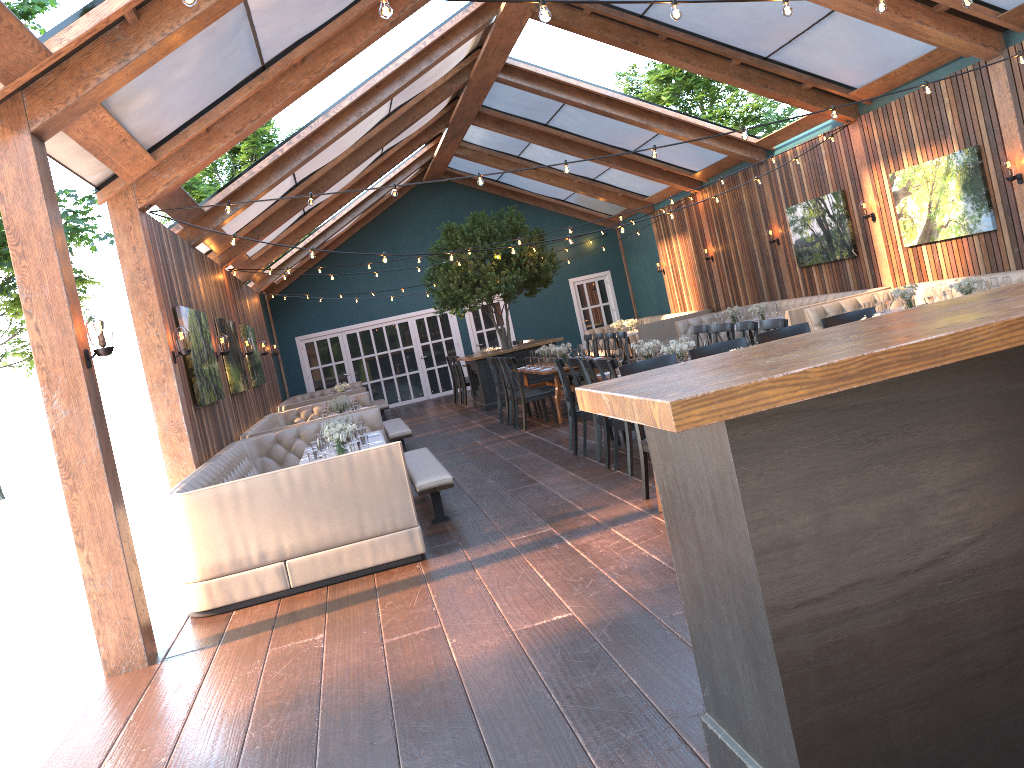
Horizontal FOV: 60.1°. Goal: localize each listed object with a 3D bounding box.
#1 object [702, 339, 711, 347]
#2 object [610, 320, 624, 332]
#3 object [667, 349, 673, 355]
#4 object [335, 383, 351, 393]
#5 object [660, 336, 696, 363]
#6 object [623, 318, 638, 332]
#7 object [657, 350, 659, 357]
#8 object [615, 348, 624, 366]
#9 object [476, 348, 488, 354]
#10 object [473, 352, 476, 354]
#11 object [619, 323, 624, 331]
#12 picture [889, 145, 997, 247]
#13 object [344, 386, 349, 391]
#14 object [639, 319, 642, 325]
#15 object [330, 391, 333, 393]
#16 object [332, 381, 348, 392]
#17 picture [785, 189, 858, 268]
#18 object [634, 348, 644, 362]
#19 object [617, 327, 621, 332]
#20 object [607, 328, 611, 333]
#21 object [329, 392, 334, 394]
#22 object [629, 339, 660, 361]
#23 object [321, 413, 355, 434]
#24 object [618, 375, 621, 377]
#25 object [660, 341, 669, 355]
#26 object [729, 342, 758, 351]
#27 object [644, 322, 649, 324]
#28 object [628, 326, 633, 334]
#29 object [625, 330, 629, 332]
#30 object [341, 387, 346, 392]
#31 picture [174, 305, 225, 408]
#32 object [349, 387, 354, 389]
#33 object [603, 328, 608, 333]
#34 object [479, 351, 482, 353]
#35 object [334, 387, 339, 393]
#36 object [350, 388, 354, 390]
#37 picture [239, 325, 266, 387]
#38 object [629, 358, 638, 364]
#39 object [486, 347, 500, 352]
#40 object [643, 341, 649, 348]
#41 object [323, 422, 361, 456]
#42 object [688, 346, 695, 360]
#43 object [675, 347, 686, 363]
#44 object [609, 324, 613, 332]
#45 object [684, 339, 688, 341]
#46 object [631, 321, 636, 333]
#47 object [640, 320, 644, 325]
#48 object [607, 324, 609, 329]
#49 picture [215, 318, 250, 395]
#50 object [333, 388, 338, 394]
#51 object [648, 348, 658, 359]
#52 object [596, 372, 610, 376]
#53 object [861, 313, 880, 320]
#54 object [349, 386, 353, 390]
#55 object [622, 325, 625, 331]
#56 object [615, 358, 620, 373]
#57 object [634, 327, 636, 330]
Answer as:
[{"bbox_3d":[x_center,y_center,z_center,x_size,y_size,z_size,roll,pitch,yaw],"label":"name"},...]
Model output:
[{"bbox_3d":[1.786,-0.283,8.036,0.092,0.244,0.093,-12,1,32],"label":"object"},{"bbox_3d":[2.440,-1.312,20.285,0.327,0.309,0.339,-10,3,45],"label":"object"},{"bbox_3d":[1.666,-0.301,9.226,0.091,0.158,0.092,-12,1,16],"label":"object"},{"bbox_3d":[-3.506,0.137,18.265,0.334,0.309,0.331,-11,3,32],"label":"object"},{"bbox_3d":[1.566,-0.282,8.221,0.331,0.309,0.334,-15,3,-44],"label":"object"},{"bbox_3d":[2.609,-1.289,19.471,0.334,0.309,0.331,-11,3,32],"label":"object"},{"bbox_3d":[1.588,-0.328,9.812,0.091,0.158,0.092,-12,1,26],"label":"object"},{"bbox_3d":[1.167,-0.258,9.515,0.091,0.244,0.093,-12,1,37],"label":"object"},{"bbox_3d":[-0.632,-0.661,19.753,0.330,0.309,0.336,-13,2,-12],"label":"object"},{"bbox_3d":[-0.820,-0.600,19.929,0.092,0.244,0.093,-12,1,32],"label":"object"},{"bbox_3d":[2.445,-1.237,19.699,0.091,0.244,0.093,-12,1,37],"label":"object"},{"bbox_3d":[5.291,-2.283,10.968,0.065,0.996,1.649,-12,3,-10],"label":"picture"},{"bbox_3d":[-3.335,0.158,17.928,0.091,0.244,0.093,-12,1,37],"label":"object"},{"bbox_3d":[2.796,-1.271,19.125,0.091,0.244,0.093,-12,1,37],"label":"object"},{"bbox_3d":[-3.877,0.228,19.161,0.092,0.158,0.091,-13,1,-24],"label":"object"},{"bbox_3d":[-3.675,0.113,19.079,0.327,0.309,0.339,-10,3,45],"label":"object"},{"bbox_3d":[4.765,-2.373,13.708,0.065,0.996,1.649,-12,3,-10],"label":"picture"},{"bbox_3d":[1.292,-0.239,8.923,0.092,0.244,0.093,-12,1,32],"label":"object"},{"bbox_3d":[2.382,-1.173,19.618,0.092,0.158,0.091,-13,1,-24],"label":"object"},{"bbox_3d":[2.246,-1.200,20.379,0.092,0.158,0.091,-13,1,-24],"label":"object"},{"bbox_3d":[-3.740,0.255,18.397,0.092,0.158,0.091,-13,1,-24],"label":"object"},{"bbox_3d":[1.418,-0.327,9.263,0.327,0.309,0.338,-11,3,24],"label":"object"},{"bbox_3d":[-1.704,0.458,8.675,0.328,0.309,0.338,-12,2,12],"label":"object"},{"bbox_3d":[1.167,-0.101,8.990,0.255,0.019,0.157,-13,4,-10],"label":"object"},{"bbox_3d":[1.586,-0.320,9.127,0.092,0.244,0.093,-12,1,32],"label":"object"},{"bbox_3d":[1.567,-0.110,5.914,0.334,0.309,0.331,-11,3,22],"label":"object"},{"bbox_3d":[2.878,-1.222,18.816,0.092,0.158,0.091,-13,1,-24],"label":"object"},{"bbox_3d":[2.534,-1.148,18.837,0.092,0.158,0.091,-13,1,-24],"label":"object"},{"bbox_3d":[2.680,-1.239,20.583,0.255,0.019,0.157,-13,4,-10],"label":"object"},{"bbox_3d":[-3.347,0.179,17.682,0.091,0.244,0.093,-12,1,37],"label":"object"},{"bbox_3d":[-3.256,-0.291,9.288,0.065,0.996,1.649,-12,3,-10],"label":"picture"},{"bbox_3d":[-3.387,0.152,18.752,0.092,0.158,0.091,-13,1,-24],"label":"object"},{"bbox_3d":[2.207,-1.221,20.773,0.092,0.158,0.091,-13,1,-24],"label":"object"},{"bbox_3d":[-0.665,-0.592,19.375,0.092,0.244,0.093,-12,1,32],"label":"object"},{"bbox_3d":[-3.653,0.187,18.476,0.091,0.244,0.093,-12,1,37],"label":"object"},{"bbox_3d":[-3.245,0.176,18.010,0.092,0.158,0.091,-13,1,-24],"label":"object"},{"bbox_3d":[-4.299,-0.468,14.720,0.065,0.996,1.649,-12,3,-10],"label":"picture"},{"bbox_3d":[1.229,-0.175,8.843,0.091,0.158,0.092,-12,1,16],"label":"object"},{"bbox_3d":[-0.375,-0.642,18.752,0.328,0.309,0.337,-12,2,5],"label":"object"},{"bbox_3d":[1.497,-0.344,9.710,0.091,0.244,0.093,-12,1,37],"label":"object"},{"bbox_3d":[-1.507,0.484,7.743,0.331,0.309,0.334,-14,3,-36],"label":"object"},{"bbox_3d":[1.777,-0.288,8.721,0.091,0.158,0.092,-12,1,16],"label":"object"},{"bbox_3d":[1.501,-0.205,7.836,0.092,0.244,0.093,-12,1,32],"label":"object"},{"bbox_3d":[2.309,-1.264,20.459,0.092,0.244,0.093,-12,1,32],"label":"object"},{"bbox_3d":[1.699,-0.308,8.626,0.092,0.244,0.093,-12,1,32],"label":"object"},{"bbox_3d":[2.597,-1.212,18.917,0.091,0.244,0.093,-12,1,37],"label":"object"},{"bbox_3d":[2.790,-1.252,18.890,0.091,0.244,0.093,-12,1,37],"label":"object"},{"bbox_3d":[2.276,-1.274,20.699,0.092,0.244,0.093,-12,1,32],"label":"object"},{"bbox_3d":[-3.782,-0.380,12.027,0.065,0.996,1.649,-12,3,-10],"label":"picture"},{"bbox_3d":[-3.518,0.213,17.721,0.091,0.244,0.093,-12,1,37],"label":"object"},{"bbox_3d":[1.352,-0.215,8.401,0.092,0.244,0.093,-12,1,32],"label":"object"},{"bbox_3d":[1.043,-0.120,9.575,0.255,0.019,0.157,-13,4,-10],"label":"object"},{"bbox_3d":[2.580,-0.345,6.095,0.327,0.309,0.339,-10,3,45],"label":"object"},{"bbox_3d":[-3.541,0.128,19.521,0.092,0.158,0.091,-13,1,-24],"label":"object"},{"bbox_3d":[2.588,-1.301,20.729,0.092,0.158,0.091,-13,1,-24],"label":"object"},{"bbox_3d":[1.107,-0.193,9.418,0.091,0.158,0.092,-11,2,36],"label":"object"},{"bbox_3d":[2.737,-1.275,19.943,0.092,0.158,0.091,-13,1,-24],"label":"object"}]
